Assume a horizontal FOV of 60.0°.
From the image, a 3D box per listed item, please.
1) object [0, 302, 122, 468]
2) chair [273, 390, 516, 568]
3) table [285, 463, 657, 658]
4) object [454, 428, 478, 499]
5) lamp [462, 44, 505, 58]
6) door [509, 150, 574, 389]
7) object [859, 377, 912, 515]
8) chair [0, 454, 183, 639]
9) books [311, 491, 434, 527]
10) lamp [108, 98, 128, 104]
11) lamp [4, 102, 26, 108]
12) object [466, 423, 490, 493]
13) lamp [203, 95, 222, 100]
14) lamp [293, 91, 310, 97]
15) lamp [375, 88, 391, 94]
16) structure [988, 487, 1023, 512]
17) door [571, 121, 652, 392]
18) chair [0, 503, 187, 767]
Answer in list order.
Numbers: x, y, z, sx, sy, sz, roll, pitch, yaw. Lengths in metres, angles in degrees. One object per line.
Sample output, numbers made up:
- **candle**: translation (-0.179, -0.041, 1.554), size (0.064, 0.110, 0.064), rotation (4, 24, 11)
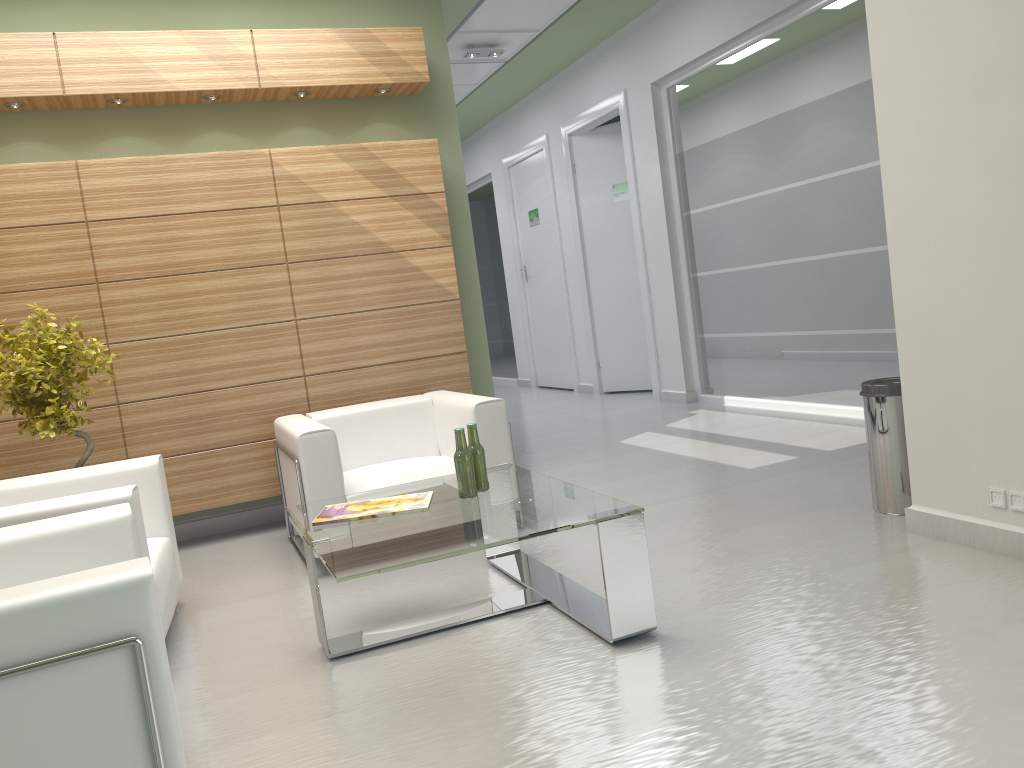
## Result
- **object**: translation (-3.878, 0.589, 7.434), size (1.116, 2.565, 1.201), rotation (-4, 6, 37)
- **chair**: translation (-1.122, 0.828, 8.299), size (1.894, 1.234, 1.802), rotation (-9, 5, -21)
- **table**: translation (-0.409, 1.175, 5.834), size (1.783, 0.742, 2.197), rotation (-9, 5, -21)
- **object**: translation (-0.325, 0.533, 5.981), size (0.131, 0.475, 0.131), rotation (-4, 6, 34)
- **lamp**: translation (-0.485, -5.624, 14.966), size (0.657, 0.159, 0.286), rotation (-9, 5, -21)
- **door**: translation (0.624, -2.426, 19.653), size (0.250, 5.083, 2.089), rotation (-9, 5, -21)
- **object**: translation (3.056, 0.480, 7.034), size (0.482, 1.027, 0.483), rotation (-3, 7, 40)
- **chair**: translation (-3.241, 1.319, 5.955), size (1.769, 1.234, 1.894), rotation (-9, 5, -16)
- **books**: translation (-0.926, 0.839, 5.999), size (0.762, 0.025, 0.508), rotation (-8, 5, -1)
- **lamp**: translation (-3.888, -2.814, 8.748), size (0.181, 0.074, 0.181), rotation (-5, 6, 30)
- **lamp**: translation (-4.729, -2.674, 8.430), size (0.181, 0.074, 0.181), rotation (-10, 6, -26)
- **object**: translation (-0.249, 0.508, 6.139), size (0.131, 0.475, 0.131), rotation (-4, 6, 34)
- **lamp**: translation (-3.065, -2.952, 9.060), size (0.181, 0.074, 0.181), rotation (-10, 6, -26)
- **lamp**: translation (-2.231, -3.091, 9.377), size (0.181, 0.074, 0.181), rotation (-5, 6, 30)
- **lamp**: translation (-1.413, -3.228, 9.687), size (0.181, 0.074, 0.181), rotation (-10, 6, -26)
- **structure**: translation (3.157, 0.735, 5.651), size (0.017, 0.118, 0.262), rotation (-9, 5, -21)
- **door**: translation (2.317, -2.403, 16.868), size (2.089, 5.083, 0.134), rotation (-3, 7, 39)
- **chair**: translation (-2.421, 1.404, 3.781), size (1.802, 1.234, 1.894), rotation (-10, 6, -25)
